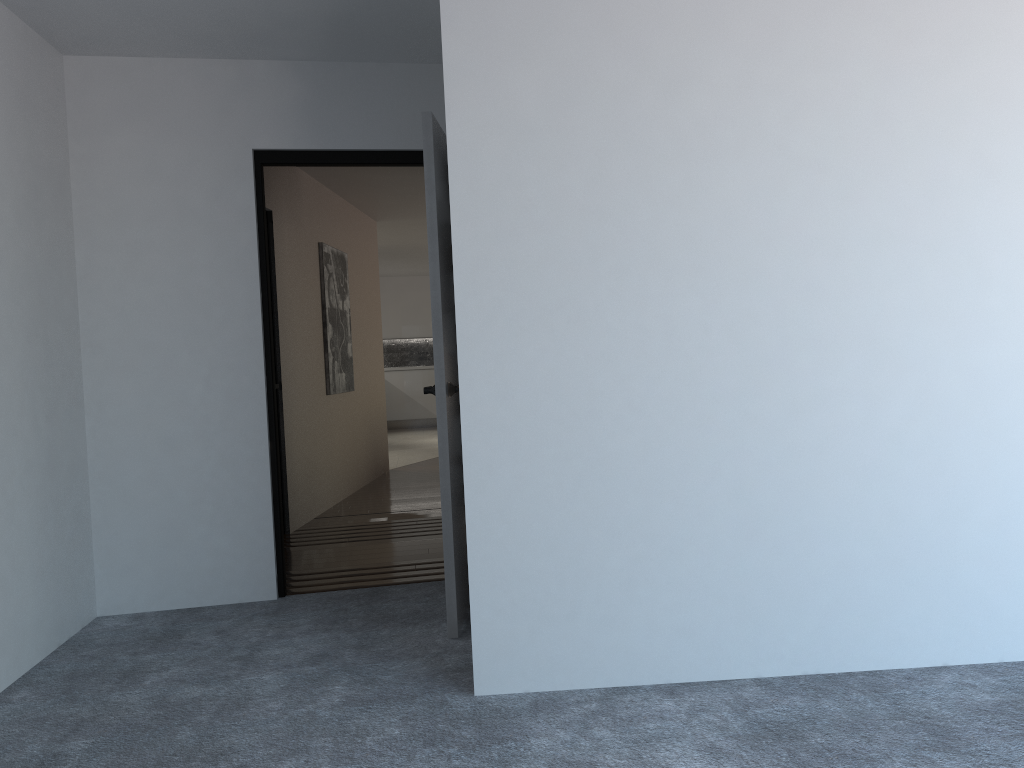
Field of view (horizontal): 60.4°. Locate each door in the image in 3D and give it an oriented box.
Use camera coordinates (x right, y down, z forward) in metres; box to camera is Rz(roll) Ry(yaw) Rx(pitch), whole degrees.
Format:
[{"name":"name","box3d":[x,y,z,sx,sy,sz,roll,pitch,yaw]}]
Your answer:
[{"name":"door","box3d":[-1.594,-0.052,5.189,0.154,2.093,1.002,-3,1,4]},{"name":"door","box3d":[-0.607,-0.055,3.798,1.021,2.093,0.960,-3,1,-9]}]

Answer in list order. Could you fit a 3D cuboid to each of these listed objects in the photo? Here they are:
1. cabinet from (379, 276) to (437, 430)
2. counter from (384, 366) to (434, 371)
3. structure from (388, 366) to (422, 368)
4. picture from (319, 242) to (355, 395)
[{"name":"cabinet","box3d":[0.710,-0.599,13.219,7.062,2.500,4.359,-3,2,-10]},{"name":"counter","box3d":[-0.807,-0.278,13.787,4.112,0.041,2.639,-3,2,-10]},{"name":"structure","box3d":[-1.742,-0.286,14.580,0.636,0.011,0.556,-3,2,-9]},{"name":"picture","box3d":[-1.406,-0.510,7.091,0.029,1.165,0.753,-3,2,4]}]
